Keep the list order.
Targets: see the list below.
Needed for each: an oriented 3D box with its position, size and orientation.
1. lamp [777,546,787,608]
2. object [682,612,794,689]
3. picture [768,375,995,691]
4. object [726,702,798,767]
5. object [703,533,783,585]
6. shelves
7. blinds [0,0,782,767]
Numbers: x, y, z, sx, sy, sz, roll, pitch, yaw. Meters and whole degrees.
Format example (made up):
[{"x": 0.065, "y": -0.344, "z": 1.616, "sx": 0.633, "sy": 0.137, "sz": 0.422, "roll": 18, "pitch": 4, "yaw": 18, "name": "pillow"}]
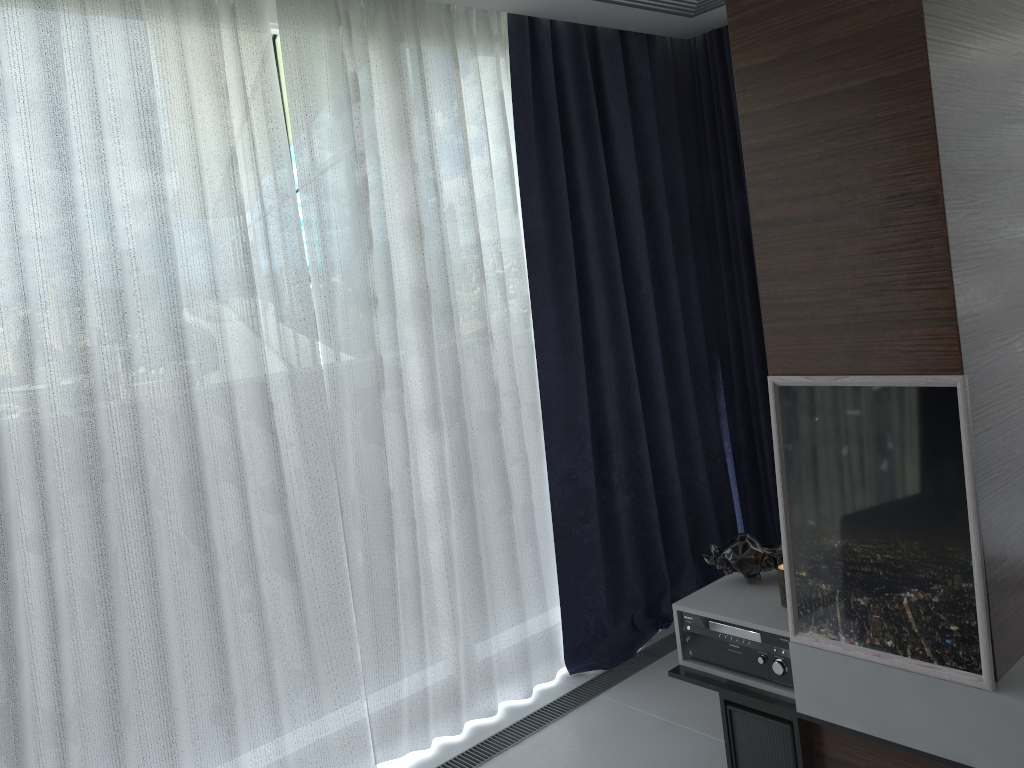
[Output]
[{"x": 0.806, "y": 0.542, "z": 2.530, "sx": 0.077, "sy": 0.210, "sz": 0.154, "roll": -7, "pitch": 3, "yaw": 7, "name": "lamp"}, {"x": 0.768, "y": 0.737, "z": 2.649, "sx": 0.371, "sy": 0.150, "sz": 0.368, "roll": -12, "pitch": 8, "yaw": -41, "name": "object"}, {"x": 0.874, "y": 0.329, "z": 2.149, "sx": 0.053, "sy": 0.698, "sz": 0.499, "roll": -8, "pitch": 3, "yaw": -41, "name": "picture"}, {"x": 0.784, "y": 1.014, "z": 2.517, "sx": 0.256, "sy": 0.250, "sz": 0.212, "roll": -10, "pitch": 5, "yaw": -41, "name": "object"}, {"x": 0.766, "y": 0.546, "z": 2.804, "sx": 0.310, "sy": 0.149, "sz": 0.138, "roll": -6, "pitch": 4, "yaw": 6, "name": "object"}, {"x": 1.574, "y": 0.859, "z": 2.065, "sx": 0.879, "sy": 0.497, "sz": 2.344, "roll": -12, "pitch": 8, "yaw": -41, "name": "shelves"}, {"x": 0.219, "y": 0.119, "z": 0.008, "sx": 7.187, "sy": 2.762, "sz": 5.788, "roll": -11, "pitch": 7, "yaw": -37, "name": "blinds"}]
